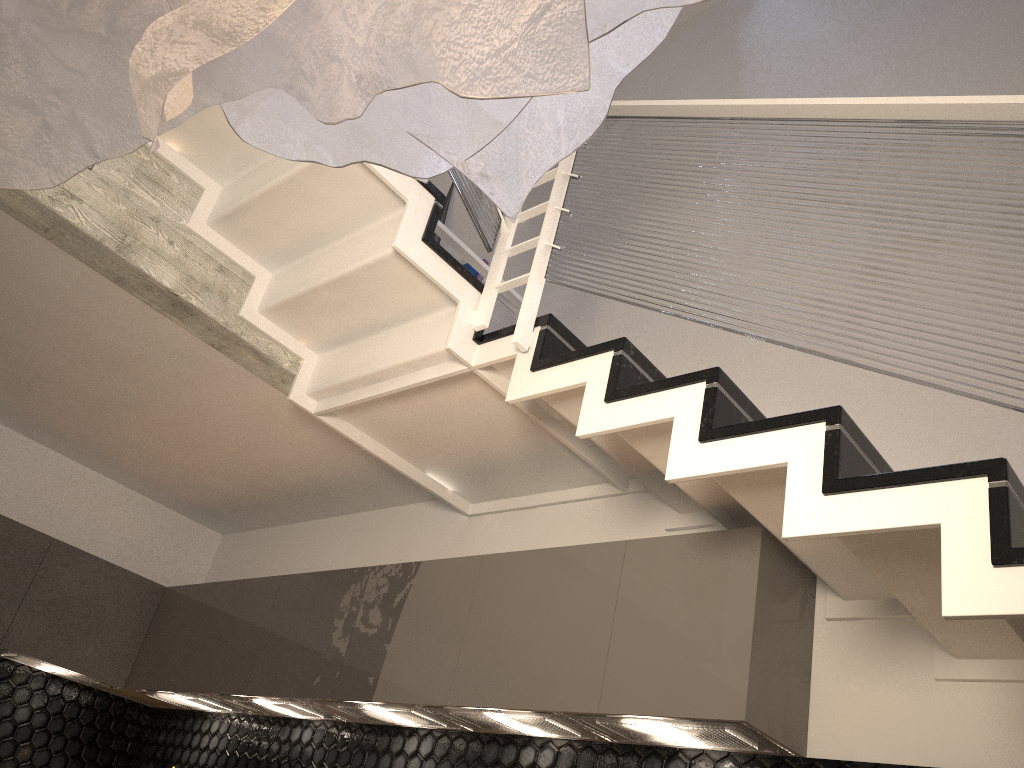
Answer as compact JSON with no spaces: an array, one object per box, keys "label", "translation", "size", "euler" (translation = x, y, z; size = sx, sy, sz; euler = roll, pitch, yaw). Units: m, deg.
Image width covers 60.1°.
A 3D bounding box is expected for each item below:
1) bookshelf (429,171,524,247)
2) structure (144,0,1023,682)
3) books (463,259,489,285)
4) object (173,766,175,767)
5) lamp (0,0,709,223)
[{"label":"bookshelf","translation":[-0.426,-1.001,4.565],"size":[0.445,1.082,0.989],"euler":[-13,-39,40]},{"label":"structure","translation":[-0.189,-2.054,2.426],"size":[8.512,8.126,4.303],"euler":[-14,-39,40]},{"label":"books","translation":[-0.292,-0.493,4.710],"size":[0.274,0.374,0.148],"euler":[-14,-39,40]},{"label":"object","translation":[-1.543,1.989,3.914],"size":[0.258,0.530,0.434],"euler":[24,-30,-16]},{"label":"lamp","translation":[0.238,-2.405,1.449],"size":[1.131,5.097,1.073],"euler":[31,-33,-28]}]
